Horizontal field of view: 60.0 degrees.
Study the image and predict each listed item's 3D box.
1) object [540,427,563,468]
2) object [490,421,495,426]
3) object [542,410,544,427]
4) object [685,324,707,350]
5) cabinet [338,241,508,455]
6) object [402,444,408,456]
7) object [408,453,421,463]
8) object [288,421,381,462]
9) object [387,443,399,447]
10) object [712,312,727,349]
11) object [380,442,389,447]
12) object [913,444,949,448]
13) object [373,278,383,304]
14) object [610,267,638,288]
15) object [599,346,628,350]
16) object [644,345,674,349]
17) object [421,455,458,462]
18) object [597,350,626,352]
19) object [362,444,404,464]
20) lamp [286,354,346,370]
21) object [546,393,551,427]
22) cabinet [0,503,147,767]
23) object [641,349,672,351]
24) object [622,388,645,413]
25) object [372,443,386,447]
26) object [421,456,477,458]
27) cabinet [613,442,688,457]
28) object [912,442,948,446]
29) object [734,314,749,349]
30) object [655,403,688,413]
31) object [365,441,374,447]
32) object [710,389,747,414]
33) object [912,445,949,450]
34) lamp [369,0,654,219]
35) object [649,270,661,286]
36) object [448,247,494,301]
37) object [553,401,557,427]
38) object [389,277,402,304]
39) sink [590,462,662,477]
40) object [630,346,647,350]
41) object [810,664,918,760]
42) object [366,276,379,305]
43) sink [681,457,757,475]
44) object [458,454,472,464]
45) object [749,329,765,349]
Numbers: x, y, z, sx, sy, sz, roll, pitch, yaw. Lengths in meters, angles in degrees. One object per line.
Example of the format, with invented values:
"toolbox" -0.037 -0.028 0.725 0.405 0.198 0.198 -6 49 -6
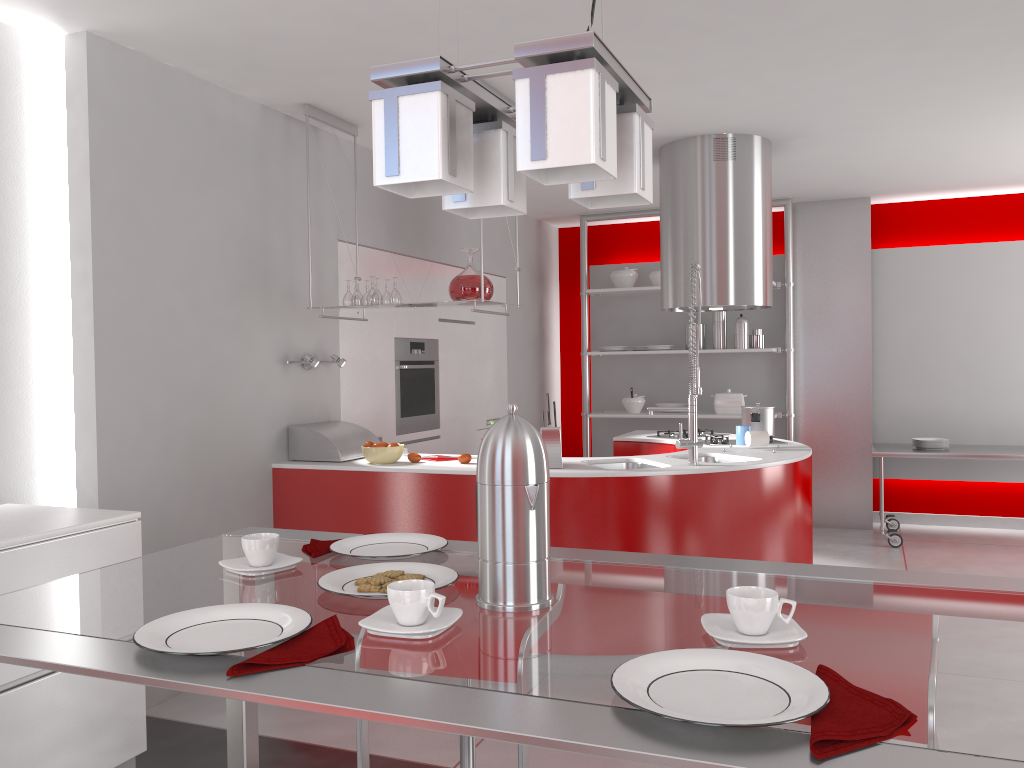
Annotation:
"object" 0.171 0.280 3.957 0.091 0.178 0.137 -1 1 -5
"object" -0.019 0.259 4.104 0.198 0.182 0.193 0 1 28
"object" 0.143 0.217 3.972 0.009 0.197 0.091 -1 1 -7
"object" 1.472 -0.375 7.124 0.184 0.205 0.172 0 1 27
"cabinet" -0.763 0.206 6.066 0.614 2.026 2.398 0 1 22
"object" -0.552 0.337 4.536 0.043 0.066 0.042 0 2 35
"object" -0.466 0.354 4.238 0.065 0.047 0.063 0 1 22
"object" -0.889 0.285 4.511 0.300 0.170 0.400 0 1 22
"object" -0.570 0.305 4.242 0.066 0.049 0.062 0 1 30
"object" 1.642 -0.436 7.007 0.109 0.329 0.110 0 1 20
"object" -0.622 0.305 4.284 0.066 0.049 0.062 0 1 19
"object" 3.033 0.450 6.429 0.228 0.020 0.228 -1 1 4
"object" -0.657 -0.444 4.320 0.060 0.141 0.060 0 1 22
"object" 0.930 -0.873 7.353 0.231 0.191 0.231 -2 1 -27
"object" 0.839 -0.286 7.324 0.244 0.042 0.244 -1 1 6
"object" 1.187 -0.288 7.168 0.244 0.042 0.244 -1 1 6
"object" -0.365 0.367 4.387 0.168 0.006 0.266 -2 2 -41
"object" 0.839 -0.272 7.324 0.280 0.015 0.280 -2 1 -31
"object" -0.616 0.337 4.235 0.201 0.086 0.201 0 1 23
"lamp" -0.980 -0.112 4.519 0.155 0.081 0.454 0 1 22
"object" 0.169 0.203 3.983 0.014 0.322 0.150 -1 1 -7
"cabinet" -1.823 0.882 2.180 0.610 0.880 1.802 0 1 22
"object" 1.187 -0.274 7.169 0.280 0.015 0.280 -2 2 -39
"object" 1.004 0.134 7.319 0.192 0.214 0.192 -1 1 9
"object" -0.632 0.307 4.223 0.065 0.052 0.062 -1 1 7
"object" -0.308 0.360 4.383 0.375 0.008 0.041 -1 1 -1
"cabinet" 0.133 0.763 4.739 1.875 0.761 1.025 -1 1 -23
"object" 3.033 0.440 6.429 0.228 0.020 0.228 -1 1 4
"object" 1.785 -0.408 6.897 0.115 0.274 0.115 -1 1 15
"object" 1.319 0.200 7.352 0.272 0.072 0.272 -1 1 -14
"object" -0.679 0.302 4.261 0.055 0.058 0.066 -1 1 7
"object" 1.732 0.138 7.086 0.282 0.197 0.235 -1 1 12
"object" 3.033 0.460 6.430 0.228 0.020 0.228 -1 1 4
"lamp" 0.007 -0.774 1.221 0.304 1.025 0.304 0 1 22
"object" 1.216 -0.857 7.239 0.192 0.153 0.192 0 2 36
"object" -0.195 -0.511 4.200 0.213 0.266 0.213 -2 2 -40
"object" 0.197 0.219 3.977 0.012 0.279 0.130 -1 1 -7
"object" -0.564 -0.444 4.284 0.060 0.141 0.060 0 1 22
"sink" 0.517 0.470 4.059 0.326 0.172 0.428 -1 1 -17
"object" 1.117 -0.293 7.451 0.244 0.042 0.244 -1 1 14
"object" 0.337 0.312 0.848 0.095 0.012 0.234 0 1 21
"object" -0.665 -0.442 4.234 0.060 0.141 0.060 -1 1 -1
"sink" 0.965 0.459 4.249 0.326 0.172 0.428 -2 1 -29
"object" -0.222 0.349 4.162 0.064 0.048 0.063 -1 1 0
"object" 1.942 -0.356 7.038 0.127 0.157 0.127 0 2 32
